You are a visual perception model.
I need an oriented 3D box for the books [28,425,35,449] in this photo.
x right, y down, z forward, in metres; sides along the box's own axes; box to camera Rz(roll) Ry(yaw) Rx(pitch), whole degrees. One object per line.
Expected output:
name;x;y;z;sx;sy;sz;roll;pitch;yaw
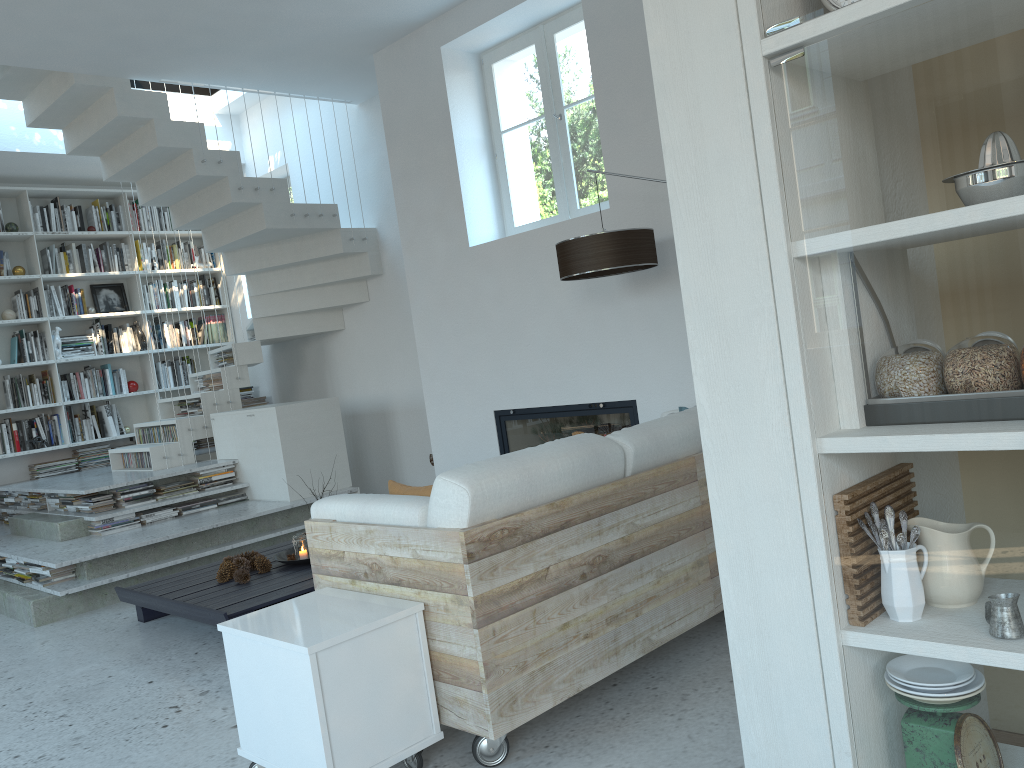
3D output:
books;-4.156;0.461;7.629;0.022;0.211;0.135;-11;4;-44

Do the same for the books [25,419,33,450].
books;-4.175;0.438;7.610;0.026;0.263;0.169;-11;4;-44

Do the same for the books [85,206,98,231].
books;-3.834;-1.483;8.094;0.019;0.256;0.169;-11;4;-44

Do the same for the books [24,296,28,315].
books;-4.232;-0.653;7.683;0.011;0.228;0.131;-11;4;-44

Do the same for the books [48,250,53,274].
books;-4.094;-1.054;7.821;0.013;0.237;0.142;-11;4;-44

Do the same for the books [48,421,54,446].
books;-4.039;0.436;7.729;0.013;0.220;0.168;-11;4;-44

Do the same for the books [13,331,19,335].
books;-4.241;-0.309;7.631;0.016;0.290;0.135;-11;4;-44

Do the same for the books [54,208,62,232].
books;-4.058;-1.430;7.887;0.030;0.231;0.148;-11;4;-44

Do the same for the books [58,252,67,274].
books;-4.014;-1.053;7.879;0.025;0.208;0.175;-11;4;-44

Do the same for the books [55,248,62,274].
books;-4.051;-1.069;7.877;0.026;0.251;0.130;-11;4;-44

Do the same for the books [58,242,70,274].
books;-3.998;-1.101;7.917;0.011;0.296;0.162;-11;4;-44

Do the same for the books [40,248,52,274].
books;-4.106;-1.061;7.814;0.012;0.254;0.161;-11;4;-44

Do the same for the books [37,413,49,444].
books;-4.076;0.404;7.712;0.013;0.294;0.134;-11;4;-44

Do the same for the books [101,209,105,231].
books;-3.784;-1.477;8.142;0.007;0.226;0.170;-11;4;-44

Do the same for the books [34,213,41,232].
books;-4.168;-1.385;7.752;0.022;0.182;0.190;-11;4;-44

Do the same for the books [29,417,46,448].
books;-4.097;0.422;7.677;0.070;0.266;0.186;-11;4;-44

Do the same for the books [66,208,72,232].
books;-3.995;-1.444;7.941;0.022;0.236;0.172;-11;4;-44

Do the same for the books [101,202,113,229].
books;-3.748;-1.521;8.209;0.020;0.299;0.131;-11;4;-44

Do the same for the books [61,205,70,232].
books;-4.009;-1.454;7.927;0.014;0.262;0.168;-11;4;-44

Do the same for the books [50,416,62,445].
books;-4.003;0.410;7.768;0.026;0.258;0.157;-11;4;-44

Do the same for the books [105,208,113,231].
books;-3.743;-1.489;8.184;0.018;0.235;0.186;-11;4;-44

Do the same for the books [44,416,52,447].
books;-4.063;0.417;7.725;0.021;0.265;0.150;-11;4;-44

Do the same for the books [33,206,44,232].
books;-4.164;-1.421;7.775;0.025;0.251;0.178;-11;4;-44

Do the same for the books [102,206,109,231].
books;-3.772;-1.496;8.186;0.017;0.257;0.146;-11;4;-44

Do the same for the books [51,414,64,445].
books;-3.986;0.399;7.786;0.025;0.272;0.171;-11;4;-44

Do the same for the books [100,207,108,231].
books;-3.778;-1.490;8.159;0.031;0.249;0.164;-11;4;-44

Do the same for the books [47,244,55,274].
books;-4.075;-1.081;7.843;0.051;0.282;0.167;-11;4;-44

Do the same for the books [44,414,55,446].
books;-4.052;0.405;7.755;0.012;0.282;0.143;-11;4;-44

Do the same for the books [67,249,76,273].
books;-3.971;-1.077;7.962;0.024;0.236;0.146;-11;4;-44

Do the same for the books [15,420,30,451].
books;-4.188;0.441;7.587;0.026;0.262;0.173;-11;4;-44

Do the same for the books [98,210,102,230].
books;-3.815;-1.489;8.144;0.017;0.259;0.136;-11;4;-44

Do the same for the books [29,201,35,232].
books;-4.217;-1.434;7.736;0.028;0.294;0.150;-11;4;-44

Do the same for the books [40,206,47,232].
books;-4.142;-1.420;7.790;0.026;0.242;0.184;-11;4;-44

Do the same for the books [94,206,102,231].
books;-3.816;-1.484;8.123;0.016;0.252;0.189;-11;4;-44

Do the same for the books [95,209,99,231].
books;-3.824;-1.467;8.106;0.008;0.220;0.182;-11;4;-44

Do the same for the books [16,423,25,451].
books;-4.215;0.455;7.583;0.021;0.243;0.131;-11;4;-44

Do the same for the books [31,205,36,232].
books;-4.206;-1.421;7.758;0.014;0.264;0.140;-11;4;-44

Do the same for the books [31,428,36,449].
books;-4.133;0.472;7.642;0.025;0.181;0.169;-11;4;-44

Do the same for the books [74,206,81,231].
books;-3.945;-1.463;8.017;0.012;0.254;0.161;-11;4;-44

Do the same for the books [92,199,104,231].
books;-3.801;-1.522;8.141;0.007;0.321;0.165;-11;4;-44

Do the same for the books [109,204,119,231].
books;-3.714;-1.518;8.248;0.025;0.279;0.136;-11;4;-44

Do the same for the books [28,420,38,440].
books;-4.127;0.436;7.654;0.012;0.249;0.164;-11;4;-44

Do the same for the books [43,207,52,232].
books;-4.124;-1.428;7.844;0.027;0.250;0.140;-11;4;-44

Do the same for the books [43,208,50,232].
books;-4.129;-1.417;7.814;0.024;0.231;0.168;-11;4;-44

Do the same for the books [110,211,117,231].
books;-3.716;-1.481;8.218;0.029;0.210;0.169;-11;4;-44

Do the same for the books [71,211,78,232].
books;-3.958;-1.433;7.969;0.023;0.202;0.190;-11;4;-44

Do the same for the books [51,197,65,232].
books;-4.042;-1.484;7.892;0.014;0.332;0.180;-11;4;-44

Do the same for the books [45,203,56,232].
books;-4.088;-1.449;7.857;0.048;0.278;0.150;-11;4;-44

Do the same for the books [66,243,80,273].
books;-3.942;-1.107;7.963;0.026;0.288;0.156;-11;4;-44

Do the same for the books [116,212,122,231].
books;-3.693;-1.487;8.273;0.031;0.211;0.131;-11;4;-44

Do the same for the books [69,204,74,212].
books;-3.970;-1.471;7.998;0.012;0.279;0.153;-11;4;-44

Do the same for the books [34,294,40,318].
books;-4.162;-0.662;7.728;0.013;0.221;0.155;-11;4;-44

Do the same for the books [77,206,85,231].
books;-3.921;-1.468;8.023;0.030;0.258;0.165;-11;4;-44

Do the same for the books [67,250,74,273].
books;-3.979;-1.068;7.933;0.030;0.224;0.158;-11;4;-44

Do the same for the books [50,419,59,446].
books;-4.014;0.427;7.747;0.025;0.228;0.176;-11;4;-44

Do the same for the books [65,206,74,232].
books;-3.987;-1.455;7.961;0.021;0.254;0.151;-11;4;-44

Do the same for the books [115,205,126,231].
books;-3.662;-1.518;8.276;0.026;0.263;0.163;-11;4;-44

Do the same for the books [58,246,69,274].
books;-4.003;-1.082;7.899;0.026;0.261;0.167;-11;4;-44

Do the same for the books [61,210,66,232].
books;-4.035;-1.430;7.927;0.030;0.220;0.133;-11;4;-44
